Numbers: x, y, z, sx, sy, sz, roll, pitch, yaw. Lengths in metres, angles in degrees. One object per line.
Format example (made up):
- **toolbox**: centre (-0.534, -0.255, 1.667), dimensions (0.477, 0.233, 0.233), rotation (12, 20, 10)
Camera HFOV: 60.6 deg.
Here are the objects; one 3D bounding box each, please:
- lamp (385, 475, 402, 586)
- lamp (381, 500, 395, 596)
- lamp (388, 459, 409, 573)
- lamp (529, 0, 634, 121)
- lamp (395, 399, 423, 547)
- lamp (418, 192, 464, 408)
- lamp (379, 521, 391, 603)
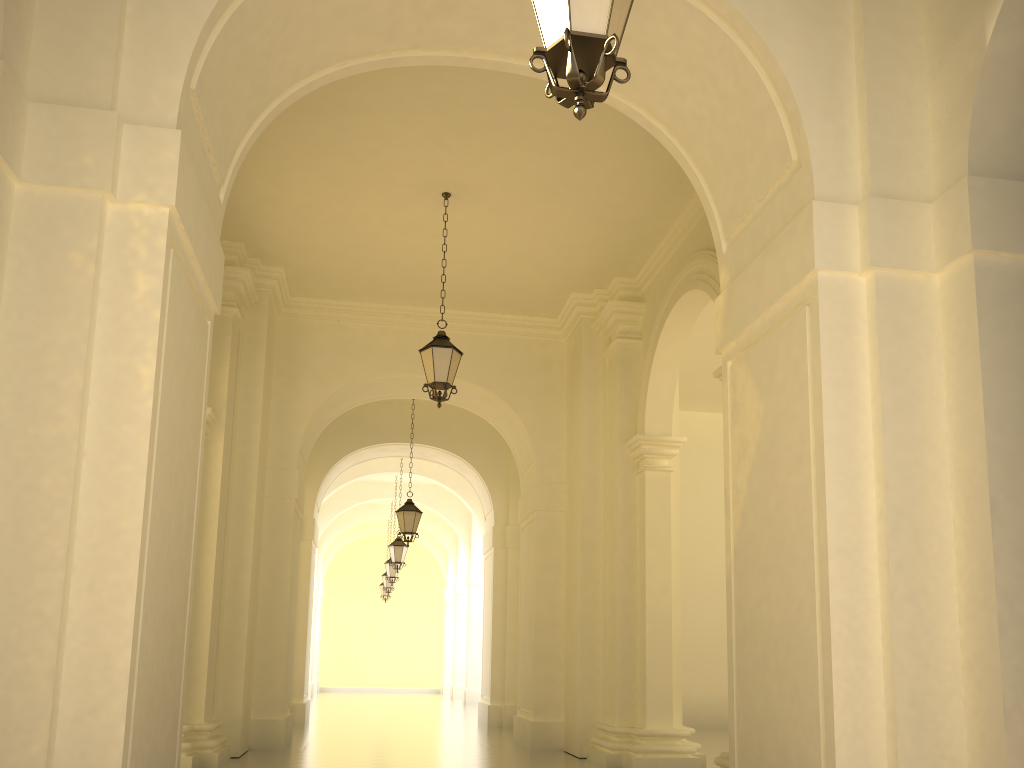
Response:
- **lamp**: centre (-3.339, 4.101, 24.859), dimensions (0.511, 3.226, 0.453), rotation (3, -9, -9)
- **lamp**: centre (-3.972, 5.268, 28.589), dimensions (0.511, 3.226, 0.453), rotation (3, -9, -9)
- **lamp**: centre (-2.694, 2.914, 21.059), dimensions (0.511, 3.226, 0.453), rotation (3, -9, -9)
- **lamp**: centre (0.284, -2.571, 3.516), dimensions (0.447, 3.226, 0.517), rotation (9, -12, -39)
- **lamp**: centre (-1.858, 1.374, 16.136), dimensions (0.447, 3.226, 0.517), rotation (9, -12, -39)
- **lamp**: centre (-0.783, -0.961, 9.903), dimensions (0.443, 2.501, 0.522), rotation (-2, -10, 20)
- **lamp**: centre (-4.602, 6.427, 32.297), dimensions (0.511, 3.226, 0.453), rotation (3, -9, -9)
